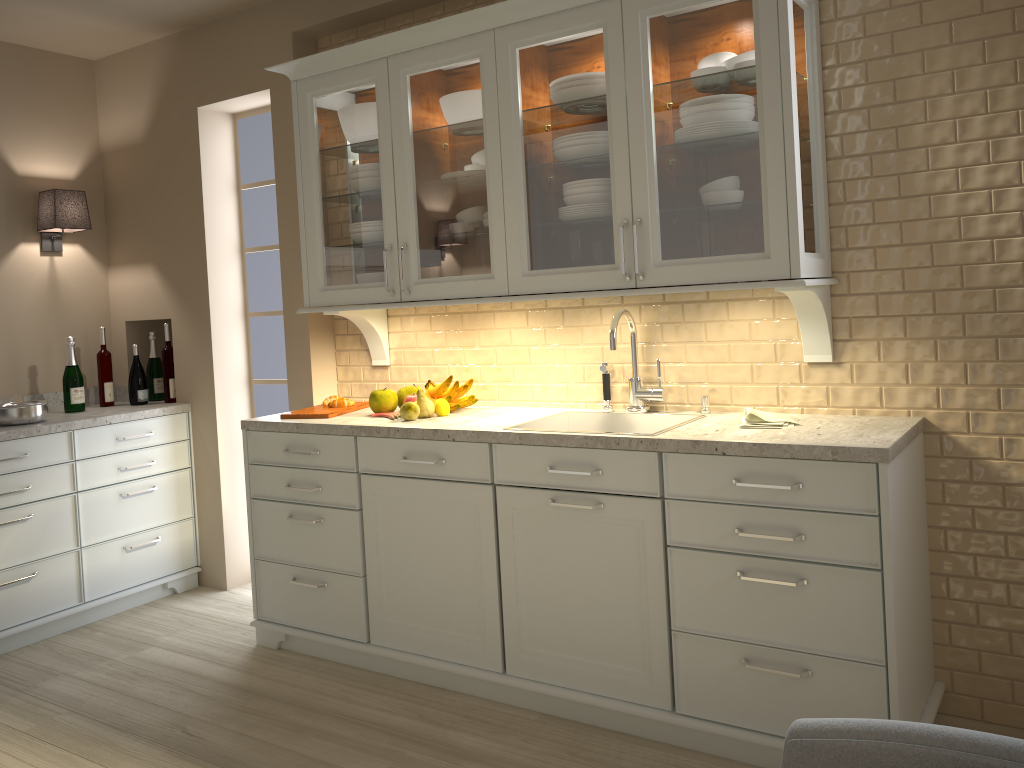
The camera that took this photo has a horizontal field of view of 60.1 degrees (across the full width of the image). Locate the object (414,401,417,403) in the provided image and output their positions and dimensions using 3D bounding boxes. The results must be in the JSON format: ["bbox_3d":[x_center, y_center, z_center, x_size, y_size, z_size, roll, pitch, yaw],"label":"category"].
[{"bbox_3d":[-0.316,0.084,3.040,0.066,0.055,0.055,-3,3,-4],"label":"object"}]

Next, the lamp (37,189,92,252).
[{"bbox_3d":[-2.011,-0.728,3.947,0.192,0.258,0.170,-1,3,34],"label":"lamp"}]

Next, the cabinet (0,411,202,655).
[{"bbox_3d":[-2.531,0.678,2.779,0.642,0.791,3.221,-1,5,33],"label":"cabinet"}]

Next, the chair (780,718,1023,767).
[{"bbox_3d":[0.293,0.719,0.496,0.399,0.826,0.507,-2,3,33],"label":"chair"}]

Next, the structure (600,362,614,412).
[{"bbox_3d":[0.312,0.010,2.893,0.043,0.162,0.057,-2,2,34],"label":"structure"}]

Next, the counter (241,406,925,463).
[{"bbox_3d":[0.077,0.127,2.815,2.196,0.035,0.525,0,6,33],"label":"counter"}]

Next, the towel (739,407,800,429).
[{"bbox_3d":[0.713,0.093,2.432,0.164,0.050,0.172,-1,5,19],"label":"towel"}]

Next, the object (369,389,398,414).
[{"bbox_3d":[-0.456,0.065,3.138,0.106,0.090,0.104,0,5,40],"label":"object"}]

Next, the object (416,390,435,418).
[{"bbox_3d":[-0.294,0.066,2.984,0.064,0.097,0.065,-2,3,29],"label":"object"}]

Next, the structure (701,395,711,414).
[{"bbox_3d":[0.596,0.064,2.720,0.029,0.056,0.029,-3,2,-2],"label":"structure"}]

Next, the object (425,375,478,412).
[{"bbox_3d":[-0.232,0.030,3.116,0.196,0.136,0.182,-2,4,15],"label":"object"}]

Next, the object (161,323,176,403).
[{"bbox_3d":[-1.561,-0.097,4.028,0.062,0.365,0.062,-4,1,-23],"label":"object"}]

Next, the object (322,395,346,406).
[{"bbox_3d":[-0.688,0.063,3.417,0.044,0.037,0.099,0,6,44],"label":"object"}]

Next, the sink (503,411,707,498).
[{"bbox_3d":[0.290,0.319,2.636,0.484,0.414,0.381,-1,4,33],"label":"sink"}]

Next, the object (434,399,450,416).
[{"bbox_3d":[-0.239,0.082,3.011,0.053,0.066,0.057,-1,4,40],"label":"object"}]

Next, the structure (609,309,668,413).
[{"bbox_3d":[0.371,-0.068,2.759,0.141,0.336,0.211,-1,3,43],"label":"structure"}]

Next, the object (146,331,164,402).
[{"bbox_3d":[-1.681,-0.086,4.164,0.083,0.331,0.083,-4,2,-28],"label":"object"}]

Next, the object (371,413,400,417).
[{"bbox_3d":[-0.428,0.108,3.067,0.129,0.012,0.042,0,6,34],"label":"object"}]

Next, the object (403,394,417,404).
[{"bbox_3d":[-0.339,0.071,3.103,0.085,0.070,0.082,-3,4,3],"label":"object"}]

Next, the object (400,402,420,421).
[{"bbox_3d":[-0.348,0.090,2.946,0.066,0.063,0.094,-6,5,-37],"label":"object"}]

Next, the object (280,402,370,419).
[{"bbox_3d":[-0.684,0.098,3.307,0.200,0.020,0.352,-1,6,18],"label":"object"}]

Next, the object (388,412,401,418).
[{"bbox_3d":[-0.392,0.107,3.052,0.041,0.013,0.147,-6,6,-27],"label":"object"}]

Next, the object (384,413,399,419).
[{"bbox_3d":[-0.405,0.110,3.029,0.030,0.012,0.148,-7,6,-37],"label":"object"}]

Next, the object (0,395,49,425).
[{"bbox_3d":[-1.967,0.101,3.589,0.198,0.090,0.371,-4,5,-14],"label":"object"}]

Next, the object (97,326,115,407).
[{"bbox_3d":[-1.848,-0.079,4.012,0.062,0.365,0.062,-4,1,-23],"label":"object"}]

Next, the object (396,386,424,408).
[{"bbox_3d":[-0.367,0.054,3.194,0.106,0.090,0.104,-3,4,-2],"label":"object"}]

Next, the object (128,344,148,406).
[{"bbox_3d":[-1.697,-0.043,4.006,0.084,0.277,0.083,-4,2,-35],"label":"object"}]

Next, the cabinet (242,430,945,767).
[{"bbox_3d":[0.130,0.524,2.852,2.217,0.792,0.640,0,4,33],"label":"cabinet"}]

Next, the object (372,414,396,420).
[{"bbox_3d":[-0.423,0.112,3.023,0.040,0.013,0.155,-7,7,-41],"label":"object"}]

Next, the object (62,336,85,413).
[{"bbox_3d":[-1.908,-0.042,3.840,0.083,0.331,0.083,-4,2,-28],"label":"object"}]

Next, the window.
[{"bbox_3d":[-1.012,-0.295,3.868,0.409,1.196,0.010,-2,2,33],"label":"window"}]

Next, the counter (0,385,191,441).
[{"bbox_3d":[-2.541,0.236,2.771,0.578,0.114,3.863,0,6,33],"label":"counter"}]

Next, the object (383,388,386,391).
[{"bbox_3d":[-0.451,0.023,3.135,0.018,0.021,0.003,-2,2,20],"label":"object"}]

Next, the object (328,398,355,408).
[{"bbox_3d":[-0.639,0.071,3.311,0.099,0.037,0.044,-6,4,-26],"label":"object"}]

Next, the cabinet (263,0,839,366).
[{"bbox_3d":[0.048,-0.603,2.851,1.926,1.111,0.412,0,3,33],"label":"cabinet"}]
